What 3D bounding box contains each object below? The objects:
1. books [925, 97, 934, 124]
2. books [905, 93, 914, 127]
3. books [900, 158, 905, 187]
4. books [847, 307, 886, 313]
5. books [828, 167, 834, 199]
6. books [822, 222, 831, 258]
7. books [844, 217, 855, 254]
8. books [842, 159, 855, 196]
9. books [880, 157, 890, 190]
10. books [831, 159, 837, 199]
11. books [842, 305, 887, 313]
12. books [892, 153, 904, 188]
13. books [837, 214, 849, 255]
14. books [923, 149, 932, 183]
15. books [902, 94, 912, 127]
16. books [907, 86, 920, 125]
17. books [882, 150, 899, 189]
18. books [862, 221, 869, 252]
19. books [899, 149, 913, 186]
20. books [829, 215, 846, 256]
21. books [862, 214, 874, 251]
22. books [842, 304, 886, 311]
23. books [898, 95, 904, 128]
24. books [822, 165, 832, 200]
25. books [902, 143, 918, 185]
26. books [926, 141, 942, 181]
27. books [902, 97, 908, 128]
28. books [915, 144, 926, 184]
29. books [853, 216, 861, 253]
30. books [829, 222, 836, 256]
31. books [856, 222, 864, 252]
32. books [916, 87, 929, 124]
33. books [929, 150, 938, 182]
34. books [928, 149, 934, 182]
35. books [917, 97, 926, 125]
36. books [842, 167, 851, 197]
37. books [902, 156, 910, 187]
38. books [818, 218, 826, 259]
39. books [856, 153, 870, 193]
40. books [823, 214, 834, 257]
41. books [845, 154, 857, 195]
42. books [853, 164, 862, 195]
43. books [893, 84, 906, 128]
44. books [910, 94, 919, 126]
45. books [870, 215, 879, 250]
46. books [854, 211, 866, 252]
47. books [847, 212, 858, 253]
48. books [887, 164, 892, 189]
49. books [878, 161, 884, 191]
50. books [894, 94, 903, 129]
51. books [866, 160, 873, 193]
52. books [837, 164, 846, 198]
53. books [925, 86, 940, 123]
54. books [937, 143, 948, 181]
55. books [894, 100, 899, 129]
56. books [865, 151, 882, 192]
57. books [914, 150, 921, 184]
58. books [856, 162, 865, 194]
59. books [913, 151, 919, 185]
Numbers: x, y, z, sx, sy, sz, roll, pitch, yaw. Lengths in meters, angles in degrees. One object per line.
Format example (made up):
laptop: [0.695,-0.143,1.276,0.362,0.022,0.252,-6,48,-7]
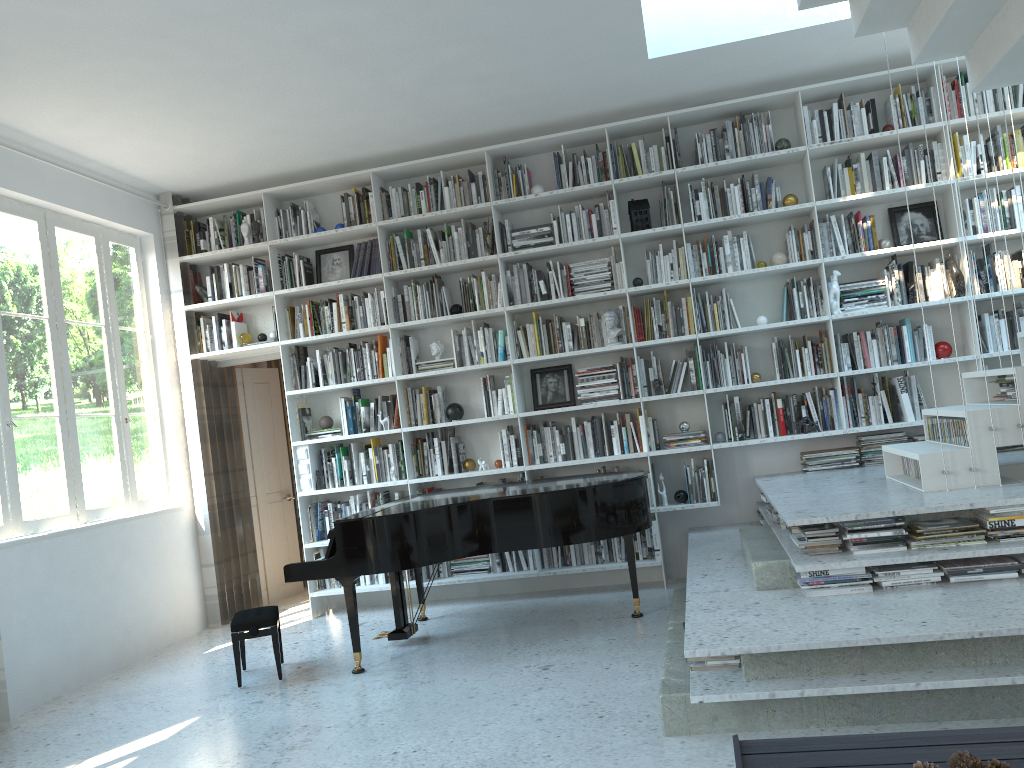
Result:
books: [2.695,-1.735,5.757,0.031,0.211,0.131,-8,-2,11]
books: [2.580,-1.743,5.773,0.017,0.257,0.146,-8,-2,11]
books: [2.519,-1.344,5.773,0.013,0.216,0.177,-8,-2,11]
books: [2.299,-0.471,5.812,0.285,0.012,0.159,-7,-3,6]
books: [2.098,-1.298,5.861,0.013,0.236,0.141,-8,-2,11]
books: [2.077,-0.933,5.884,0.030,0.253,0.128,-8,-2,11]
books: [2.215,-0.959,5.855,0.043,0.269,0.131,-8,-2,11]
books: [2.214,-1.326,5.827,0.026,0.261,0.167,-8,-2,11]
books: [2.417,-1.339,5.773,0.030,0.230,0.187,-8,-2,11]
books: [2.127,-1.325,5.855,0.052,0.282,0.166,-8,-2,11]
books: [2.298,-0.483,5.815,0.285,0.012,0.159,-8,-3,15]
books: [2.501,-1.355,5.759,0.014,0.240,0.189,-8,-2,11]
books: [2.185,-0.964,5.851,0.012,0.285,0.159,-8,-2,11]
books: [2.670,-1.378,5.736,0.030,0.241,0.162,-8,-2,11]
books: [2.554,-1.736,5.763,0.031,0.248,0.164,-8,-2,11]
books: [2.612,-1.769,5.765,0.020,0.299,0.131,-8,-2,11]
books: [2.473,-1.372,5.789,0.048,0.283,0.162,-8,-2,11]
books: [2.308,-0.945,5.814,0.033,0.213,0.152,-8,-2,11]
books: [2.563,-1.374,5.763,0.023,0.263,0.156,-8,-2,11]
books: [2.143,-0.960,5.853,0.065,0.289,0.146,-8,-2,11]
books: [2.332,-0.968,5.809,0.021,0.253,0.167,-8,-2,11]
books: [2.297,-0.495,5.816,0.254,0.012,0.161,-8,-3,7]
books: [2.521,-1.736,5.785,0.017,0.259,0.136,-8,-2,11]
books: [2.086,-1.305,5.866,0.012,0.254,0.161,-8,-2,11]
books: [2.580,-1.393,5.745,0.022,0.294,0.181,-8,-2,11]
books: [2.730,-1.407,5.730,0.026,0.284,0.147,-8,-2,11]
books: [2.536,-1.722,5.759,0.007,0.226,0.170,-8,-2,11]
books: [2.635,-1.389,5.736,0.036,0.272,0.177,-8,-2,11]
books: [2.255,-0.964,5.836,0.020,0.267,0.152,-8,-2,11]
books: [2.107,-0.935,5.855,0.011,0.248,0.155,-8,-2,11]
books: [2.270,-0.937,5.806,0.013,0.207,0.189,-8,-2,11]
books: [2.663,-1.765,5.758,0.025,0.279,0.136,-8,-2,11]
books: [2.711,-1.379,5.738,0.022,0.234,0.158,-8,-2,11]
books: [2.695,-1.383,5.749,0.014,0.246,0.142,-8,-2,11]
books: [2.637,-1.728,5.745,0.029,0.210,0.169,-8,-2,11]
books: [2.191,-1.296,5.827,0.025,0.207,0.175,-8,-2,11]
books: [2.538,-1.348,5.759,0.031,0.217,0.165,-8,-2,11]
books: [2.044,-0.944,5.883,0.031,0.284,0.137,-8,-2,11]
books: [2.301,-1.351,5.811,0.026,0.288,0.156,-8,-2,11]
books: [2.093,-0.959,5.867,0.015,0.300,0.140,-8,-2,11]
books: [2.231,-1.346,5.832,0.011,0.296,0.162,-8,-2,11]
books: [2.256,-1.313,5.827,0.030,0.224,0.158,-8,-2,11]
books: [2.526,-1.768,5.770,0.007,0.320,0.165,-8,-2,11]
books: [2.594,-1.735,5.748,0.018,0.235,0.186,-8,-2,11]
books: [2.354,-0.967,5.794,0.026,0.243,0.178,-8,-2,11]
books: [2.280,-0.977,5.816,0.014,0.285,0.175,-8,-2,11]
books: [2.236,-0.973,5.826,0.012,0.287,0.176,-8,-2,11]
books: [2.456,-1.325,5.812,0.027,0.196,0.130,-8,-2,11]
books: [2.402,-1.331,5.805,0.013,0.221,0.145,-8,-2,11]
books: [2.502,-1.730,5.774,0.016,0.251,0.189,-8,-2,11]
books: [2.330,-1.330,5.815,0.025,0.238,0.143,-8,-2,11]
books: [2.168,-1.314,5.856,0.026,0.250,0.130,-8,-2,11]
books: [2.716,-1.765,5.730,0.026,0.263,0.163,-8,-2,11]
books: [2.759,-1.402,5.722,0.031,0.265,0.169,-8,-2,11]
books: [2.484,-1.713,5.773,0.008,0.220,0.182,-8,-2,11]
books: [2.346,-1.348,5.759,0.032,0.265,0.245,-8,-2,11]
books: [2.615,-1.374,5.749,0.011,0.249,0.152,-8,-2,11]
books: [2.284,-1.322,5.836,0.024,0.236,0.146,-8,-2,11]
books: [2.605,-1.372,5.765,0.014,0.249,0.162,-8,-2,11]
